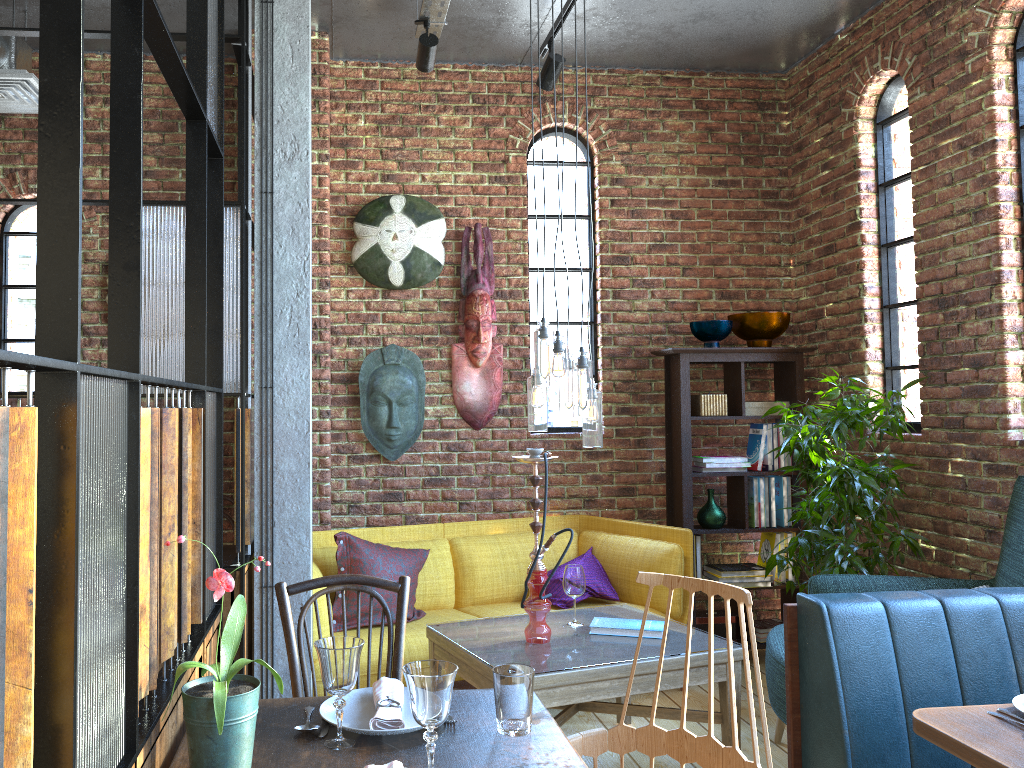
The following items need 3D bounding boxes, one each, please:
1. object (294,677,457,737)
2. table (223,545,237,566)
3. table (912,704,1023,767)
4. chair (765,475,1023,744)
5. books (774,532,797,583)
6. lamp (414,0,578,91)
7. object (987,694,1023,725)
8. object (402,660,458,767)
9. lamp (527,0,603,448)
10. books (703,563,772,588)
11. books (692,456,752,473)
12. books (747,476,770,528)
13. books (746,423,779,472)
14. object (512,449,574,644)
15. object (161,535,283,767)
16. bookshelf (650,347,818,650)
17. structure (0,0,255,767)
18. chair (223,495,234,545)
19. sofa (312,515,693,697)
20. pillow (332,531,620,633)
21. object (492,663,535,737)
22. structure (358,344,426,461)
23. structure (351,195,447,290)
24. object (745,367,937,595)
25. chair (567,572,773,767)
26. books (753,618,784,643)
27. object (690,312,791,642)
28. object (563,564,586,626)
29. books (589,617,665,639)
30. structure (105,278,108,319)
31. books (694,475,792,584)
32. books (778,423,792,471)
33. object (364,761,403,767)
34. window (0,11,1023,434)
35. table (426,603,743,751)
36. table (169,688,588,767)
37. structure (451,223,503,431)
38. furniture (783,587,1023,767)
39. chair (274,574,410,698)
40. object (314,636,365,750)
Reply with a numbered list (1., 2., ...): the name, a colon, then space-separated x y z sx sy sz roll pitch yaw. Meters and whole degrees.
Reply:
1. object: -0.281 0.667 1.824 0.323 0.051 0.271 -1 -2 -5
2. table: -1.504 1.123 3.792 0.741 0.728 0.759 0 -2 -9
3. table: 1.455 1.055 1.295 0.812 0.662 1.558 0 -2 -10
4. chair: 1.452 0.884 3.148 1.058 1.099 0.786 -1 -3 16
5. books: 1.476 0.941 4.823 0.083 0.273 0.192 0 -3 -11
6. lamp: -2.203 -1.630 1.019 6.189 0.274 7.310 0 -2 -9
7. object: 1.240 0.718 1.931 0.323 0.051 0.271 -1 -2 -5
8. object: -0.141 0.587 1.521 0.103 0.192 0.094 -3 -3 38
9. lamp: 0.071 -0.812 3.468 0.516 2.122 0.280 -2 -3 17
10. books: 1.216 1.033 4.759 0.300 0.088 0.246 -1 -2 -6
11. books: 1.137 0.436 4.803 0.266 0.080 0.180 0 -2 -8
12. books: 1.330 0.640 4.820 0.084 0.273 0.174 0 -3 -10
13. books: 1.366 0.346 4.851 0.122 0.258 0.165 0 -3 -9
14. object: 0.106 0.592 3.211 0.165 0.705 0.267 0 -3 -18
15. object: -0.511 0.476 1.576 0.144 0.427 0.200 -2 -3 24
16. bookshelf: 1.224 0.645 4.800 0.808 1.670 0.320 -1 -3 -7
17. structure: -2.521 -0.247 0.617 5.823 3.330 6.047 0 -2 -25
18. chair: -1.593 1.041 4.397 0.448 0.922 0.537 -2 -3 13
19. sofa: -0.178 1.100 4.246 1.927 0.764 0.816 0 -2 -23
20. pillow: -0.203 0.901 4.290 1.453 0.454 0.411 0 -2 -19
21. object: 0.004 0.627 1.747 0.082 0.120 0.086 0 -3 -19
22. structure: -0.649 0.101 4.783 0.364 0.640 0.104 -1 -3 -5
23. structure: -0.619 -0.781 4.836 0.525 0.521 0.148 -1 -3 -7
24. object: 1.472 0.692 3.950 0.697 1.530 0.892 1 -3 -30
25. chair: 0.269 0.912 1.722 0.430 1.007 0.559 1 -3 -37
26. books: 1.387 1.333 4.777 0.236 0.072 0.209 0 -2 -20
27. object: 1.241 0.499 4.796 0.597 1.763 0.333 0 -3 -13
28. object: 0.247 0.835 3.486 0.095 0.229 0.087 -3 -3 29
29. books: 0.442 0.929 3.364 0.280 0.028 0.156 -1 -2 16
30. structure: -1.870 -0.438 4.691 0.582 0.727 0.128 -1 -3 -7
31. books: 1.221 0.792 4.798 0.579 0.575 0.193 0 -3 -8
32. books: 1.468 0.345 4.853 0.078 0.258 0.180 0 -3 -11
33. object: -0.180 0.654 1.383 0.323 0.051 0.271 -1 -2 -5
34. window: 1.439 -0.589 2.643 3.275 2.432 8.937 1 -2 -43
35. table: 0.246 1.199 3.318 0.904 0.509 0.775 0 -2 -23
36. table: -0.243 1.050 1.596 0.741 0.728 0.759 0 -2 -9
37. structure: -0.194 -0.312 4.909 0.237 1.148 0.216 -3 -4 37
38. furniture: 1.724 0.971 1.319 1.348 0.823 2.643 0 -2 -10
39. chair: -0.380 0.967 2.128 0.397 0.916 0.532 0 -3 -15
40. object: -0.332 0.594 1.695 0.094 0.192 0.102 1 -3 -34
